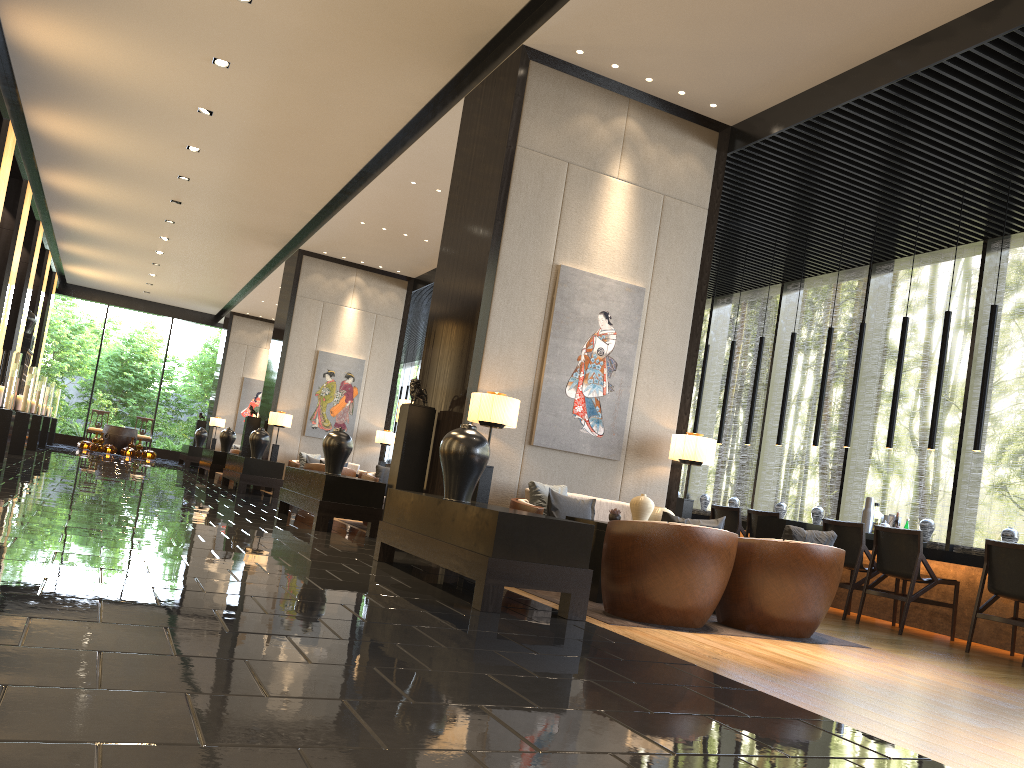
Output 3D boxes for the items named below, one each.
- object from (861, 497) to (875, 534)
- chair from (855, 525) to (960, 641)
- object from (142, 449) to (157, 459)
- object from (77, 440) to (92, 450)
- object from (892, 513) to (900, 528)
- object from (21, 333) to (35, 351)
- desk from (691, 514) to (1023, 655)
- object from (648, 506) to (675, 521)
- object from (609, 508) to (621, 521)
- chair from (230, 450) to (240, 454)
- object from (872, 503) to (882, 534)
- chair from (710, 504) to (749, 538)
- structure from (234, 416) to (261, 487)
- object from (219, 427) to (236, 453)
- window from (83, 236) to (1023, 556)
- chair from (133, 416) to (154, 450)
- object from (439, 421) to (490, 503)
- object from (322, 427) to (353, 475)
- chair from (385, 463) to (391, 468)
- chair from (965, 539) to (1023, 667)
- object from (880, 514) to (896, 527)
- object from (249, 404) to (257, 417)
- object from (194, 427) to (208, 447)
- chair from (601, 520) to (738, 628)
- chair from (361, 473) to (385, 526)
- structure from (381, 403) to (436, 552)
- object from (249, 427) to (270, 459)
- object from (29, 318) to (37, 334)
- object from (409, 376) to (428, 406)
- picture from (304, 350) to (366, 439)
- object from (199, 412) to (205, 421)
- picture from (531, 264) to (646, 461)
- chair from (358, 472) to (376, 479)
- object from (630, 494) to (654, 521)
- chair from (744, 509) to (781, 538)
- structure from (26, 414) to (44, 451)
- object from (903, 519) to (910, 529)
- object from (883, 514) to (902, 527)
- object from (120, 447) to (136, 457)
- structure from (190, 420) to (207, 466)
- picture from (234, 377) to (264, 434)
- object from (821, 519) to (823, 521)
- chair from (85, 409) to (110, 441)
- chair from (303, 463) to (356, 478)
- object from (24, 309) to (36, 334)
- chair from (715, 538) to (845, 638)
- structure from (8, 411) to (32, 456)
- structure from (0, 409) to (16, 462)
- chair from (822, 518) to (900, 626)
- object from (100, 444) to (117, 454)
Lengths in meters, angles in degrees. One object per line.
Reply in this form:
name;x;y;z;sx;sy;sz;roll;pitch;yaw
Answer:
object;3.417;1.258;8.497;0.113;0.343;0.113;11;-4;-29
chair;3.212;1.596;7.170;0.565;0.824;0.526;11;-5;-24
object;-9.646;1.863;23.536;0.369;0.228;0.372;4;-8;38
object;-11.034;1.570;22.913;0.370;0.228;0.371;10;-6;-7
object;3.688;1.354;8.492;0.067;0.236;0.067;11;-4;-31
object;-9.819;-0.850;17.809;0.367;0.313;0.606;11;-7;-24
desk;1.020;1.964;12.781;1.787;0.756;28.746;12;-7;-24
object;1.052;0.964;6.330;0.246;0.167;0.245;11;-6;-21
object;0.723;0.923;6.215;0.091;0.111;0.092;6;-5;28
chair;-6.539;1.919;21.508;0.807;0.602;0.606;11;-6;-24
object;3.529;1.308;8.597;0.130;0.304;0.129;12;-5;-38
chair;2.306;1.692;9.134;0.565;0.824;0.526;11;-5;-24
structure;-4.631;1.178;15.504;0.241;1.213;0.240;11;-4;-24
object;-5.526;1.081;17.185;0.312;0.491;0.312;9;-4;-6
window;-2.756;-0.533;11.579;12.104;4.210;31.899;12;-7;-24
chair;-10.190;1.454;24.391;0.522;1.072;0.536;11;-5;-24
object;-0.298;0.472;5.415;0.312;0.491;0.312;9;-4;-6
object;-1.806;0.686;9.128;0.313;0.491;0.311;13;-6;-43
chair;-2.658;2.218;19.885;0.565;0.824;0.526;11;-5;-24
chair;3.637;1.551;6.251;0.565;0.824;0.526;11;-5;-24
object;3.548;1.334;8.422;0.136;0.217;0.135;12;-6;-37
object;-4.547;0.474;15.549;0.162;0.217;0.102;12;-5;-36
object;-7.698;1.311;21.889;0.312;0.491;0.312;9;-4;-6
chair;0.964;1.124;5.257;0.807;0.602;0.606;11;-6;-24
chair;-1.391;1.349;10.157;0.807;0.602;0.606;11;-6;-24
structure;-0.875;0.780;7.370;0.241;1.213;0.240;11;-4;-24
object;-3.911;0.909;13.687;0.312;0.491;0.312;9;-4;-6
object;-9.837;-1.242;17.989;0.313;0.491;0.311;13;-6;-43
object;-0.782;0.063;7.409;0.177;0.245;0.115;11;-5;-24
picture;-3.096;0.233;15.514;0.838;1.496;0.037;11;-4;-24
object;-8.302;0.859;23.694;0.177;0.245;0.116;11;-4;-19
picture;0.652;-0.164;7.395;0.838;1.496;0.037;11;-4;-24
chair;-1.990;1.681;13.668;0.807;0.602;0.606;11;-6;-24
object;0.905;0.887;6.200;0.171;0.235;0.172;8;-5;11
chair;2.547;1.666;8.612;0.565;0.824;0.526;11;-5;-24
structure;-9.019;0.886;16.489;0.404;0.655;0.402;11;-5;-24
object;3.786;1.390;8.493;0.056;0.196;0.056;10;-4;-23
object;3.693;1.379;8.617;0.169;0.218;0.168;12;-5;-29
object;-9.882;1.738;22.811;0.371;0.228;0.370;11;-6;-22
structure;-8.397;1.577;23.661;0.241;1.213;0.240;11;-4;-24
picture;-6.873;0.634;23.694;0.838;1.496;0.037;11;-4;-24
object;2.997;1.311;8.284;0.228;0.067;0.227;12;-7;-22
chair;-11.200;1.239;23.923;0.522;1.072;0.536;11;-5;-24
chair;-2.756;1.518;13.313;0.807;0.602;0.606;11;-6;-24
object;-9.698;-1.257;17.687;0.310;0.491;0.313;5;-6;39
chair;1.729;1.286;5.612;0.807;0.602;0.606;11;-6;-24
structure;-7.788;0.756;13.823;0.404;0.655;0.402;11;-5;-24
structure;-6.557;0.626;11.157;0.404;0.655;0.402;11;-5;-24
chair;2.971;1.621;7.693;0.565;0.824;0.526;11;-5;-24
object;-10.292;1.650;22.616;0.370;0.228;0.371;9;-6;-2
